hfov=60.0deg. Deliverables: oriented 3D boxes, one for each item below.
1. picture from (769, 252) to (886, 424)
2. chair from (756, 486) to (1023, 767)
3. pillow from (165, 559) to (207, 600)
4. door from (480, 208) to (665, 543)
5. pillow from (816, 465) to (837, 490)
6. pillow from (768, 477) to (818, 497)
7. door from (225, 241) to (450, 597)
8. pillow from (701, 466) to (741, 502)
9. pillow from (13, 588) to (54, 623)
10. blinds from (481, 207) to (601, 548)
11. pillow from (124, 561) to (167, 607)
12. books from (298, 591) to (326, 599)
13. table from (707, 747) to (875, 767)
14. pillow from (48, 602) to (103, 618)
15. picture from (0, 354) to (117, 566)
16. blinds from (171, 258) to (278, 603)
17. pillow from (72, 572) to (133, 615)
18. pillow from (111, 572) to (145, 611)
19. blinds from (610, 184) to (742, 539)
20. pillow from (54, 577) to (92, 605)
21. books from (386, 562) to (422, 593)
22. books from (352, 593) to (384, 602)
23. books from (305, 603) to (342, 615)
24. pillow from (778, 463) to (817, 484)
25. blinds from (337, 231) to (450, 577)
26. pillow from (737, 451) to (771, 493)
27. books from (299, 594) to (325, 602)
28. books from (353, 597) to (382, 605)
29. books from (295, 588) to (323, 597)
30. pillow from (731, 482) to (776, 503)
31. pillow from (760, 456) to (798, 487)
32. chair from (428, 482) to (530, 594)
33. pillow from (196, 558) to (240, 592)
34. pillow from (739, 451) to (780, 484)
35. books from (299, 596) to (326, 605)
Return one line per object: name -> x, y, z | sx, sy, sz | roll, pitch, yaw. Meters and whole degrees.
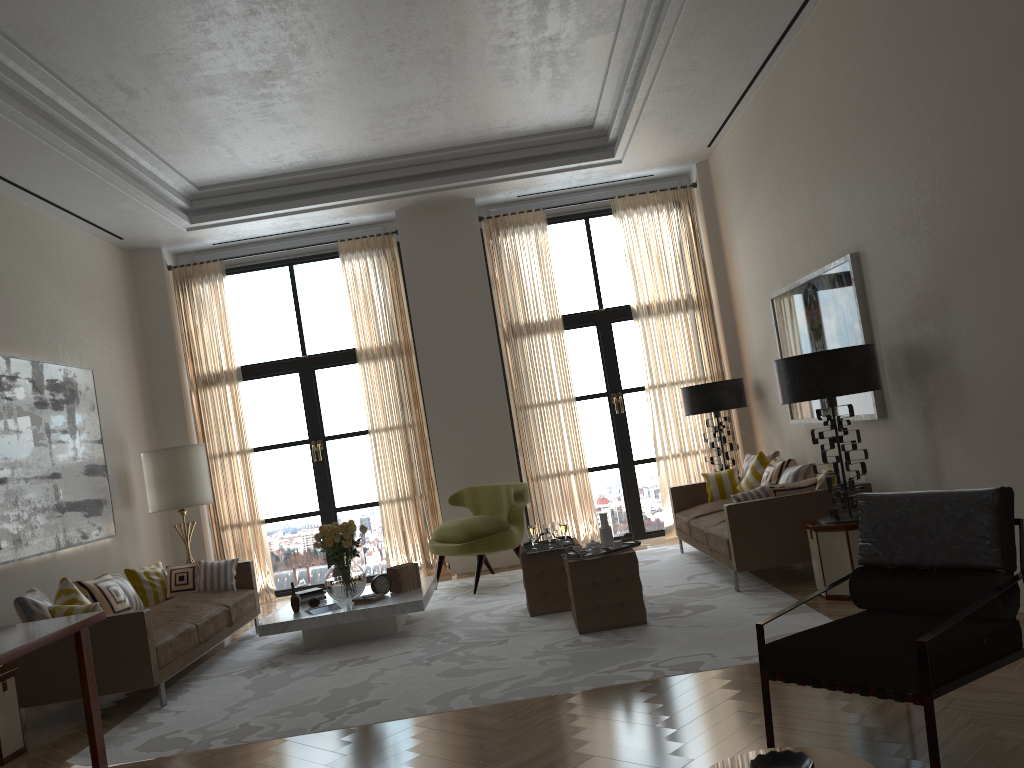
picture -> 3.091, -0.352, 8.895 | 0.080, 1.479, 2.269 | -9, -3, -2
chair -> 1.848, 1.135, 4.239 | 1.132, 1.134, 0.879 | -7, -3, -35
pillow -> -3.601, 2.186, 9.785 | 0.464, 0.411, 0.304 | -9, -2, -2
door -> 1.435, -0.125, 12.658 | 3.086, 4.763, 0.240 | -9, -2, 0
pillow -> 2.950, 1.032, 8.389 | 0.297, 0.475, 0.515 | -10, -3, 21
pillow -> 2.625, 1.111, 8.298 | 0.464, 0.411, 0.304 | -9, -2, -2
door -> -2.807, 0.546, 12.645 | 3.258, 4.763, 0.240 | -9, -2, 0
pillow -> 2.567, 1.245, 10.751 | 0.483, 0.432, 0.318 | -9, -2, 10
pillow -> -3.950, 2.018, 7.484 | 0.355, 0.575, 0.625 | -8, -3, -22
blinds -> 0.416, 0.011, 12.432 | 0.960, 4.870, 0.419 | -9, -2, 2
pillow -> -3.935, 2.201, 9.697 | 0.297, 0.475, 0.515 | -10, -3, 21
books -> -2.139, 2.222, 9.355 | 0.280, 0.024, 0.230 | -7, -4, -35
table -> 0.886, 1.501, 2.734 | 0.586, 0.546, 0.583 | -11, -3, 39
pillow -> -3.549, 2.008, 7.334 | 0.483, 0.432, 0.318 | -9, -2, 10
picture -> -4.817, 0.713, 8.876 | 0.045, 1.996, 3.065 | -9, -3, 0
blinds -> -4.020, 0.718, 12.417 | 0.780, 4.882, 0.419 | -9, -2, 2
pillow -> -3.892, 2.090, 8.448 | 0.404, 0.547, 0.618 | -9, -3, 3
pillow -> -3.940, 2.185, 8.827 | 0.371, 0.565, 0.660 | -9, -3, -5
blinds -> 2.368, -0.298, 12.436 | 1.242, 4.870, 0.419 | -9, -2, 2
pillow -> -3.874, 2.013, 7.882 | 0.769, 0.616, 0.355 | -12, -3, 43
books -> -1.114, 1.994, 9.130 | 0.281, 0.264, 0.211 | -7, -3, -40
books -> -1.426, 2.119, 8.787 | 0.256, 0.026, 0.202 | -11, -4, 25
books -> -1.862, 2.202, 8.709 | 0.280, 0.038, 0.385 | -7, -4, -28
pillow -> 2.965, 1.117, 9.256 | 0.371, 0.565, 0.660 | -9, -3, -5
blinds -> -1.657, 0.338, 12.424 | 0.874, 4.870, 0.418 | -9, -2, 3
pillow -> 2.867, 1.086, 10.208 | 0.769, 0.616, 0.355 | -12, -3, 43
books -> -2.137, 2.246, 9.341 | 0.262, 0.024, 0.208 | -6, -4, -37
books -> -1.433, 2.144, 8.785 | 0.197, 0.024, 0.256 | -10, -4, 17
books -> -2.149, 2.196, 9.347 | 0.259, 0.030, 0.207 | -7, -4, -33
pillow -> 2.263, 1.167, 8.333 | 0.497, 0.427, 0.327 | -8, -2, -12
pillow -> 2.897, 1.086, 9.639 | 0.404, 0.547, 0.618 | -9, -3, 3
chair -> -0.454, 1.896, 10.923 | 1.027, 1.212, 1.795 | -7, -3, -33
pillow -> -3.240, 2.123, 9.750 | 0.497, 0.427, 0.327 | -8, -2, -12
pillow -> 2.948, 1.113, 10.605 | 0.355, 0.575, 0.625 | -8, -3, -22
books -> -2.129, 2.276, 9.352 | 0.280, 0.035, 0.208 | -7, -4, -33
